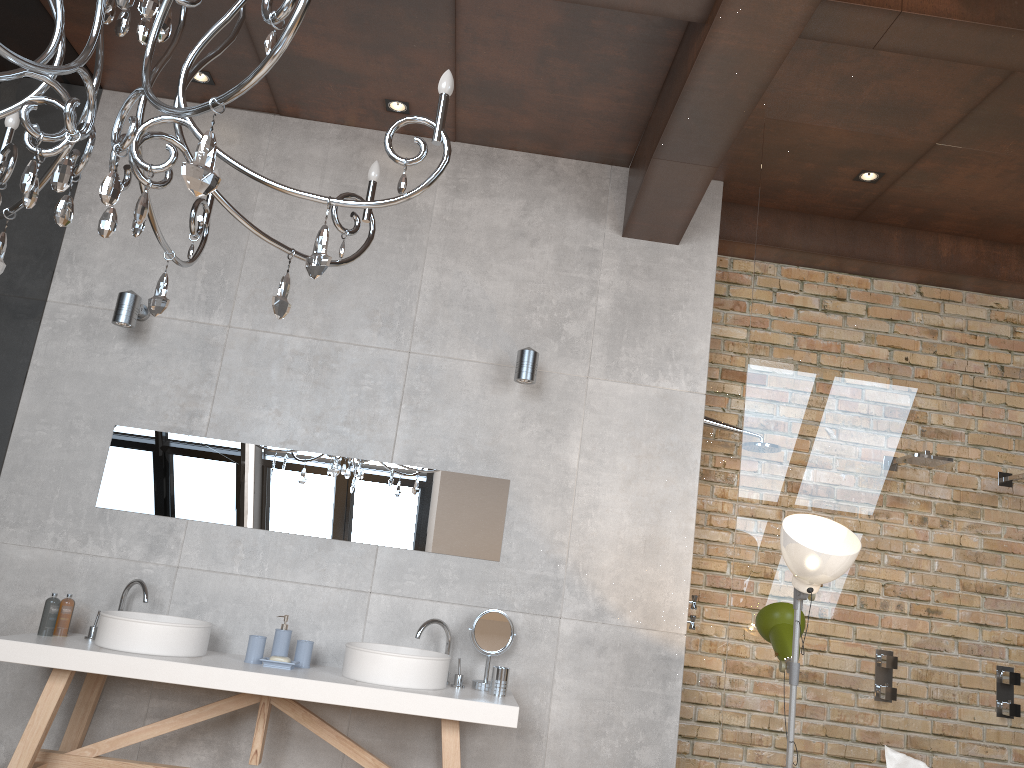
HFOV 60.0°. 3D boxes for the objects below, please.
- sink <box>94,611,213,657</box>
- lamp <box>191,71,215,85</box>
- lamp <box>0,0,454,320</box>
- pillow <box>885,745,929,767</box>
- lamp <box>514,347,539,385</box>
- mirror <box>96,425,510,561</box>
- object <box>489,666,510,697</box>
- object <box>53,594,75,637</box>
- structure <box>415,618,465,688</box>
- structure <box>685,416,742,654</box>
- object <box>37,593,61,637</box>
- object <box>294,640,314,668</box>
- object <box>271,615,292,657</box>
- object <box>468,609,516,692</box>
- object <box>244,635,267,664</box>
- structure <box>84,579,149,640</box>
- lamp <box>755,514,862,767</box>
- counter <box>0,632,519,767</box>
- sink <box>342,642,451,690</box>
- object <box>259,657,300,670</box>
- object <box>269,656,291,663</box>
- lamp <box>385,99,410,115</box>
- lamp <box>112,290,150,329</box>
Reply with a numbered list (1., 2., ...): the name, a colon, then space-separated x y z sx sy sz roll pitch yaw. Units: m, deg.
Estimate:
1. sink: -1.473 1.029 3.656 0.445 0.128 0.442 12 -14 -19
2. lamp: -1.486 -1.474 4.229 0.115 0.027 0.113 8 -13 -2
3. lamp: -0.832 -1.066 2.081 1.409 1.594 1.409 3 -14 20
4. pillow: 2.150 1.628 3.002 1.746 0.517 0.358 8 -13 -2
5. lamp: 0.065 -0.075 4.158 0.101 0.168 0.243 8 -13 -2
6. mirror: -0.942 0.501 4.068 1.838 0.377 0.007 8 -13 -2
7. object: -0.050 1.234 3.680 0.073 0.111 0.073 10 -14 -9
8. object: -1.868 0.966 3.707 0.058 0.172 0.058 11 -14 -16
9. structure: -0.309 1.155 3.831 0.242 0.268 0.141 9 -13 -7
10. structure: 1.022 1.090 4.261 0.457 2.005 0.217 9 -13 -5
11. object: -1.896 0.946 3.638 0.058 0.172 0.058 13 -14 -22
12. object: -0.882 1.142 3.751 0.075 0.108 0.075 3 -14 18
13. object: -0.977 1.086 3.770 0.076 0.201 0.076 10 -13 -8
14. object: -0.095 1.155 3.862 0.118 0.338 0.192 -5 -18 43
15. object: -1.061 1.099 3.670 0.075 0.108 0.075 -1 -16 33
16. structure: -1.658 0.965 3.792 0.242 0.268 0.141 7 -13 3
17. lamp: 0.929 1.234 2.999 0.270 1.582 0.561 9 -13 -5
18. counter: -1.035 1.530 3.567 2.011 0.765 0.630 8 -13 -2
19. sink: -0.480 1.169 3.685 0.442 0.128 0.445 18 -17 -36
20. object: -0.949 1.143 3.617 0.147 0.031 0.100 8 -13 0
21. object: -0.947 1.129 3.620 0.084 0.035 0.067 8 -13 0
22. lamp: -0.547 -1.341 4.256 0.115 0.027 0.113 8 -13 -2
23. lamp: -1.755 -0.332 4.106 0.101 0.168 0.243 8 -13 -2
